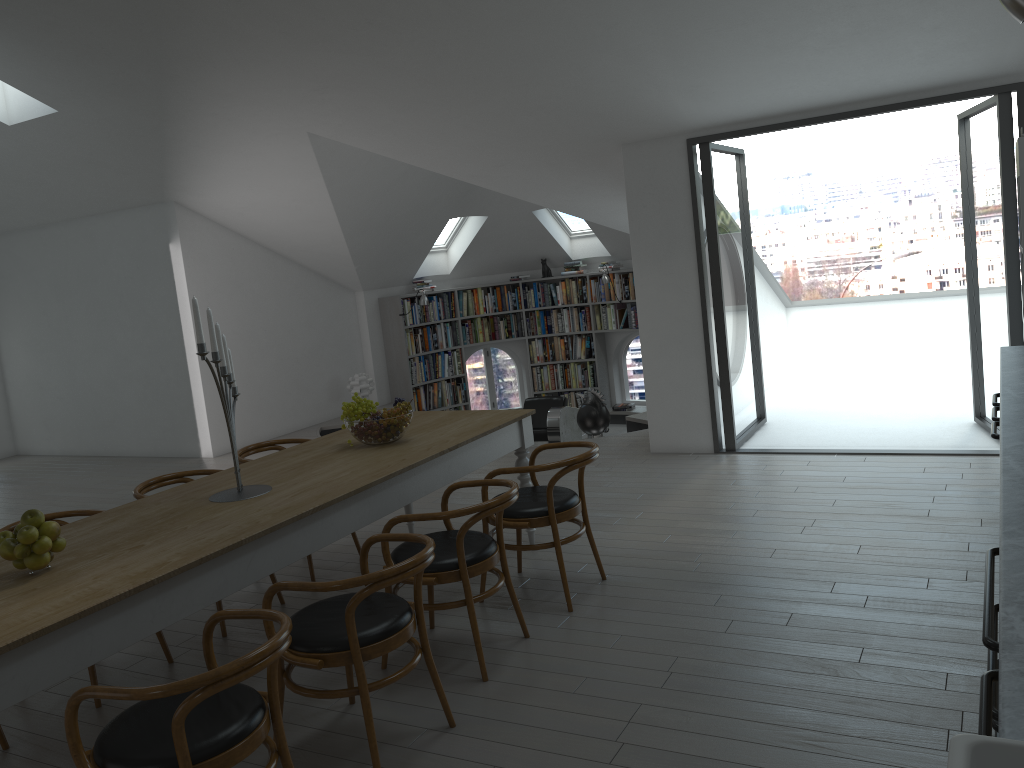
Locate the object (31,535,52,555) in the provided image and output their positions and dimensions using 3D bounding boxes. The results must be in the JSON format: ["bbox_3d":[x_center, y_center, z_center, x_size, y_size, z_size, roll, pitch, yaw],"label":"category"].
[{"bbox_3d":[-1.574,0.540,2.967,0.062,0.059,0.062,-2,9,33],"label":"object"}]

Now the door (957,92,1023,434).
[{"bbox_3d":[3.388,-0.783,6.270,0.080,2.339,1.055,-5,7,14],"label":"door"}]

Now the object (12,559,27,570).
[{"bbox_3d":[-1.669,0.600,3.024,0.063,0.063,0.064,0,9,40],"label":"object"}]

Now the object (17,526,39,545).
[{"bbox_3d":[-1.605,0.502,2.940,0.062,0.059,0.062,-2,8,30],"label":"object"}]

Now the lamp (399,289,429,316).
[{"bbox_3d":[-1.236,-1.032,11.165,0.413,0.311,0.117,-3,8,26],"label":"lamp"}]

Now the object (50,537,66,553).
[{"bbox_3d":[-1.567,0.553,3.052,0.059,0.055,0.060,-3,8,24],"label":"object"}]

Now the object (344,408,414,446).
[{"bbox_3d":[-0.678,0.235,4.576,0.360,0.159,0.361,-5,8,10],"label":"object"}]

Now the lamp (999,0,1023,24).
[{"bbox_3d":[1.199,-0.941,2.090,0.116,0.177,0.164,-13,9,-42],"label":"lamp"}]

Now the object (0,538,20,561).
[{"bbox_3d":[-1.674,0.553,2.967,0.076,0.076,0.077,-7,7,-4],"label":"object"}]

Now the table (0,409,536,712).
[{"bbox_3d":[-1.062,0.849,3.959,1.018,0.796,3.363,-2,9,29],"label":"table"}]

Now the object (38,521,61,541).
[{"bbox_3d":[-1.576,0.503,3.022,0.066,0.071,0.073,-7,7,-1],"label":"object"}]

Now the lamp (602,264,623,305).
[{"bbox_3d":[1.286,-1.277,11.475,0.113,0.565,0.359,-2,8,36],"label":"lamp"}]

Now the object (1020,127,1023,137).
[{"bbox_3d":[2.928,-1.348,4.800,0.298,0.119,0.300,-2,9,29],"label":"object"}]

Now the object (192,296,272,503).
[{"bbox_3d":[-1.226,0.057,3.717,0.265,0.872,0.778,-6,7,4],"label":"object"}]

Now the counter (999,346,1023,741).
[{"bbox_3d":[1.259,0.139,1.318,0.961,0.617,6.603,-2,9,29],"label":"counter"}]

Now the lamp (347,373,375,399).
[{"bbox_3d":[-1.787,0.135,10.557,0.305,0.523,0.307,-4,7,18],"label":"lamp"}]

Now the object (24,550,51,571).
[{"bbox_3d":[-1.603,0.590,2.993,0.080,0.073,0.078,-9,8,-15],"label":"object"}]

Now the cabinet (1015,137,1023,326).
[{"bbox_3d":[2.980,-0.333,4.797,0.361,1.983,0.644,-3,7,29],"label":"cabinet"}]

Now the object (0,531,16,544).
[{"bbox_3d":[-1.717,0.530,3.005,0.063,0.063,0.062,-8,7,-8],"label":"object"}]

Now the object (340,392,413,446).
[{"bbox_3d":[-0.700,0.171,4.594,0.394,0.283,0.293,-7,7,-6],"label":"object"}]

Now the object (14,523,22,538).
[{"bbox_3d":[-1.675,0.504,3.037,0.058,0.057,0.053,0,10,44],"label":"object"}]

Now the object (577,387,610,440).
[{"bbox_3d":[0.771,0.306,8.410,0.320,0.561,0.322,-6,7,2],"label":"object"}]

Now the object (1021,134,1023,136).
[{"bbox_3d":[2.784,-1.290,4.530,0.151,0.024,0.295,-12,10,-36],"label":"object"}]

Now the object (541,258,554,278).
[{"bbox_3d":[0.476,-1.587,12.115,0.147,0.264,0.202,-3,8,26],"label":"object"}]

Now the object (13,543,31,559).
[{"bbox_3d":[-1.625,0.553,2.941,0.051,0.053,0.053,-4,8,21],"label":"object"}]

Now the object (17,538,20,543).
[{"bbox_3d":[-1.636,0.516,2.981,0.053,0.050,0.053,-6,7,1],"label":"object"}]

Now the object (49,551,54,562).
[{"bbox_3d":[-1.609,0.596,3.061,0.049,0.050,0.051,-2,9,33],"label":"object"}]

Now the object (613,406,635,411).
[{"bbox_3d":[1.519,0.329,12.015,0.214,0.036,0.226,-14,11,-43],"label":"object"}]

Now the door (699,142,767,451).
[{"bbox_3d":[1.811,-0.733,7.181,0.080,2.339,1.055,-3,8,29],"label":"door"}]

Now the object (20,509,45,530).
[{"bbox_3d":[-1.629,0.462,3.013,0.072,0.074,0.073,-2,8,29],"label":"object"}]

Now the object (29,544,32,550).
[{"bbox_3d":[-1.670,0.543,3.075,0.071,0.072,0.071,-7,7,-6],"label":"object"}]

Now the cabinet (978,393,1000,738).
[{"bbox_3d":[1.367,0.933,1.483,1.003,1.018,6.455,-2,9,29],"label":"cabinet"}]
